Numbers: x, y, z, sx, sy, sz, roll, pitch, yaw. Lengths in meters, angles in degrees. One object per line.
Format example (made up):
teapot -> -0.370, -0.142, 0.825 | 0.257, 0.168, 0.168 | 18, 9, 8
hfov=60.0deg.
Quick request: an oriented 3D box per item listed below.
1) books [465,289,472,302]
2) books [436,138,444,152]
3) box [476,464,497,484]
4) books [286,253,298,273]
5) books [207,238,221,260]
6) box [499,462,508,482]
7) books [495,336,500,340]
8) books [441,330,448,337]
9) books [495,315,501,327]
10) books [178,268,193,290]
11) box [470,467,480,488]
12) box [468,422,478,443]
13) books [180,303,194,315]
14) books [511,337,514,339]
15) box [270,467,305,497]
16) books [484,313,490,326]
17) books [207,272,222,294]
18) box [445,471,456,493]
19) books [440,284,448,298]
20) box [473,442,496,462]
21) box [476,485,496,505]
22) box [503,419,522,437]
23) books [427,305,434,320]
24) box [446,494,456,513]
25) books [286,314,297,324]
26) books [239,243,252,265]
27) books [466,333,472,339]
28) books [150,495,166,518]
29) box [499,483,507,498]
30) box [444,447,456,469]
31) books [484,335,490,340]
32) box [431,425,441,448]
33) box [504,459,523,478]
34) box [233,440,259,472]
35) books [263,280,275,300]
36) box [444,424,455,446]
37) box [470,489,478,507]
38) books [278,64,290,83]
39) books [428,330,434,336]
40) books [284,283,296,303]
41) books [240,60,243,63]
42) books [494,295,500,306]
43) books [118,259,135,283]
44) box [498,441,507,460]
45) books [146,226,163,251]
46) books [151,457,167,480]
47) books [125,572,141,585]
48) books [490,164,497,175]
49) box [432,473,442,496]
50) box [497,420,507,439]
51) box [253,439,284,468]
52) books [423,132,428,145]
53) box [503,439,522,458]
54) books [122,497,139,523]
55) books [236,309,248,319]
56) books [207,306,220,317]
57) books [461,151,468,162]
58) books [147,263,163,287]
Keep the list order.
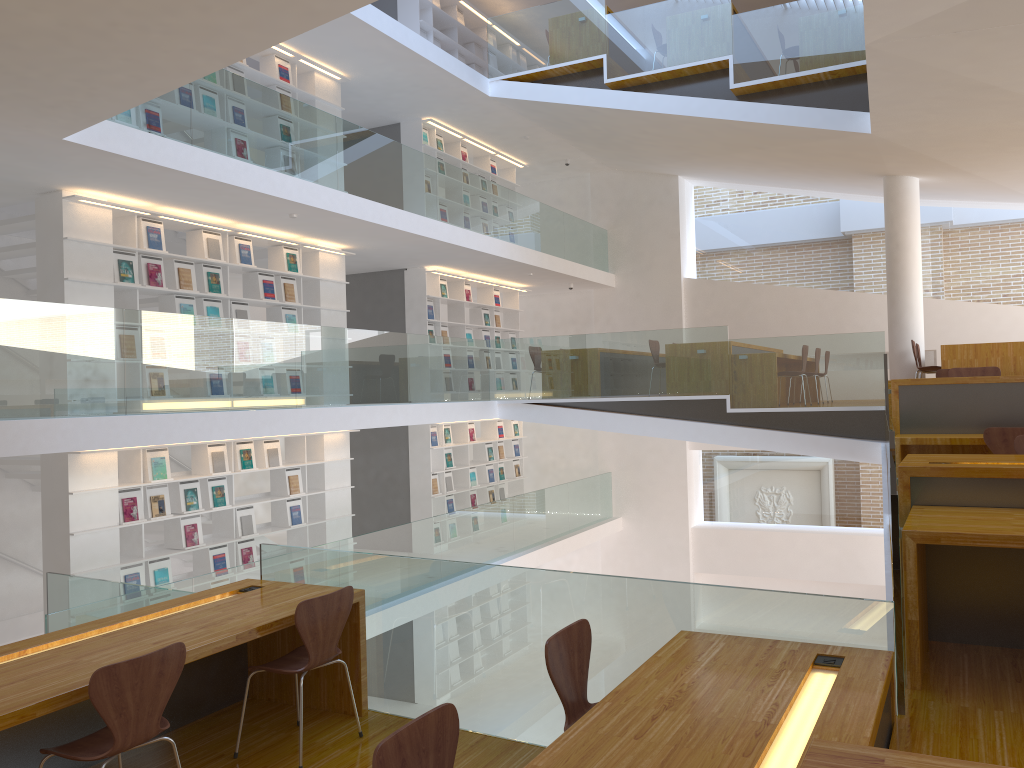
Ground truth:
books -> -0.646, -1.290, 13.118 | 0.037, 0.210, 0.145 | -2, -1, 27
books -> -1.017, -3.353, 12.531 | 0.037, 0.210, 0.145 | -2, -1, 27
box -> -0.411, 1.373, 13.628 | 0.274, 0.296, 0.245 | -2, -1, 27
books -> -2.378, -1.308, 9.600 | 0.037, 0.210, 0.145 | -2, -1, 27
books -> -2.890, -1.306, 8.603 | 0.037, 0.210, 0.145 | -2, -1, 27
box -> -0.250, 1.372, 13.941 | 0.274, 0.296, 0.245 | -2, -1, 27
books -> -0.217, -0.641, 13.905 | 0.037, 0.210, 0.145 | -2, -1, 27
books -> -0.947, -0.647, 12.489 | 0.037, 0.210, 0.145 | -2, -1, 27
books -> -0.222, -0.977, 13.923 | 0.037, 0.210, 0.145 | -2, -1, 27
books -> -3.049, -0.975, 8.278 | 0.037, 0.210, 0.145 | -2, -1, 27
box -> -0.656, 1.374, 13.150 | 0.274, 0.296, 0.245 | -2, -1, 27
box -> -0.682, 0.716, 13.137 | 0.274, 0.296, 0.245 | -2, -1, 27
books -> -3.030, -0.643, 8.287 | 0.037, 0.210, 0.145 | -2, -1, 27
books -> 0.032, -0.651, 14.397 | 0.037, 0.210, 0.145 | -2, -1, 27
box -> -2.424, 1.053, 9.589 | 0.274, 0.296, 0.245 | -2, -1, 27
books -> -0.382, -0.976, 13.612 | 0.037, 0.210, 0.145 | -2, -1, 27
books -> -2.884, -0.976, 8.593 | 0.037, 0.210, 0.145 | -2, -1, 27
box -> -0.975, 1.376, 12.528 | 0.274, 0.296, 0.245 | -2, -1, 27
books -> -0.961, -1.304, 12.507 | 0.037, 0.210, 0.145 | -2, -1, 27
box -> -0.420, 1.045, 13.632 | 0.274, 0.296, 0.245 | -2, -1, 27
box -> -0.396, 1.701, 13.636 | 0.274, 0.296, 0.245 | -2, -1, 27
box -> -0.024, 0.714, 14.425 | 0.274, 0.296, 0.245 | -2, -1, 27
books -> -1.119, -0.974, 12.170 | 0.037, 0.210, 0.145 | -2, -1, 27
box -> -0.949, 1.704, 12.559 | 0.274, 0.296, 0.245 | -2, -1, 27
books -> -2.376, -0.646, 9.561 | 0.037, 0.210, 0.145 | -2, -1, 27
books -> -2.698, -1.309, 8.977 | 0.037, 0.210, 0.145 | -2, -1, 27
books -> -0.628, -0.646, 13.111 | 0.037, 0.210, 0.145 | -2, -1, 27
books -> -3.165, 1.103, 7.936 | 0.037, 0.210, 0.145 | -2, -1, 27
box -> -0.232, 1.701, 13.955 | 0.274, 0.296, 0.245 | -2, -1, 27
box -> -0.974, 1.042, 12.552 | 0.274, 0.296, 0.245 | -2, -1, 27
books -> -0.370, -0.640, 13.606 | 0.037, 0.210, 0.145 | -2, -1, 27
box -> -1.164, 0.722, 12.203 | 0.274, 0.296, 0.245 | -2, -1, 27
box -> 0.000, 1.370, 14.429 | 0.274, 0.296, 0.245 | -2, -1, 27
box -> -2.756, 0.726, 8.964 | 0.274, 0.296, 0.245 | -2, -1, 27
books -> -2.539, -0.980, 9.271 | 0.037, 0.210, 0.145 | -2, -1, 27
box -> -0.994, 0.719, 12.534 | 0.274, 0.296, 0.245 | -2, -1, 27
box -> -0.654, 1.703, 13.133 | 0.274, 0.296, 0.245 | -2, -1, 27
books -> -2.460, -3.332, 9.580 | 0.037, 0.210, 0.145 | -2, -1, 27
books -> -1.113, -0.637, 12.160 | 0.037, 0.210, 0.145 | -2, -1, 27
books -> -2.395, -0.978, 9.552 | 0.037, 0.210, 0.145 | -2, -1, 27
books -> -2.783, -3.345, 8.951 | 0.037, 0.210, 0.145 | -2, -1, 27
books -> -0.231, -1.292, 13.927 | 0.037, 0.210, 0.145 | -2, -1, 27
books -> -3.348, -0.971, 7.699 | 0.037, 0.210, 0.145 | -2, -1, 27
box -> -0.255, 1.043, 13.954 | 0.274, 0.296, 0.245 | -2, -1, 27
books -> -3.213, -1.306, 7.974 | 0.037, 0.210, 0.145 | -2, -1, 27
books -> -3.159, 0.762, 7.944 | 0.037, 0.210, 0.145 | -2, -1, 27
books -> -3.271, 1.746, 7.661 | 0.037, 0.210, 0.145 | -2, -1, 27
books -> -0.287, -3.341, 13.951 | 0.037, 0.210, 0.145 | -2, -1, 27
box -> -1.147, 1.376, 12.194 | 0.274, 0.296, 0.245 | -2, -1, 27
box -> -0.264, 0.716, 13.958 | 0.274, 0.296, 0.245 | -2, -1, 27
box -> -4.097, 2.476, 6.225 | 0.498, 3.764, 7.125 | -2, -1, 27
books -> -1.200, -3.356, 12.174 | 0.037, 0.210, 0.145 | -2, -1, 27
box -> -0.015, 1.042, 14.421 | 0.274, 0.296, 0.245 | -2, -1, 27
books -> -3.297, 1.088, 7.661 | 0.037, 0.210, 0.145 | -2, -1, 27
books -> -2.708, -0.640, 8.914 | 0.037, 0.210, 0.145 | -2, -1, 27
books -> -2.884, -0.646, 8.577 | 0.037, 0.210, 0.145 | -2, -1, 27
books -> -0.702, -3.339, 13.142 | 0.037, 0.210, 0.145 | -2, -1, 27
books -> -3.208, -0.976, 7.969 | 0.037, 0.210, 0.145 | -2, -1, 27
